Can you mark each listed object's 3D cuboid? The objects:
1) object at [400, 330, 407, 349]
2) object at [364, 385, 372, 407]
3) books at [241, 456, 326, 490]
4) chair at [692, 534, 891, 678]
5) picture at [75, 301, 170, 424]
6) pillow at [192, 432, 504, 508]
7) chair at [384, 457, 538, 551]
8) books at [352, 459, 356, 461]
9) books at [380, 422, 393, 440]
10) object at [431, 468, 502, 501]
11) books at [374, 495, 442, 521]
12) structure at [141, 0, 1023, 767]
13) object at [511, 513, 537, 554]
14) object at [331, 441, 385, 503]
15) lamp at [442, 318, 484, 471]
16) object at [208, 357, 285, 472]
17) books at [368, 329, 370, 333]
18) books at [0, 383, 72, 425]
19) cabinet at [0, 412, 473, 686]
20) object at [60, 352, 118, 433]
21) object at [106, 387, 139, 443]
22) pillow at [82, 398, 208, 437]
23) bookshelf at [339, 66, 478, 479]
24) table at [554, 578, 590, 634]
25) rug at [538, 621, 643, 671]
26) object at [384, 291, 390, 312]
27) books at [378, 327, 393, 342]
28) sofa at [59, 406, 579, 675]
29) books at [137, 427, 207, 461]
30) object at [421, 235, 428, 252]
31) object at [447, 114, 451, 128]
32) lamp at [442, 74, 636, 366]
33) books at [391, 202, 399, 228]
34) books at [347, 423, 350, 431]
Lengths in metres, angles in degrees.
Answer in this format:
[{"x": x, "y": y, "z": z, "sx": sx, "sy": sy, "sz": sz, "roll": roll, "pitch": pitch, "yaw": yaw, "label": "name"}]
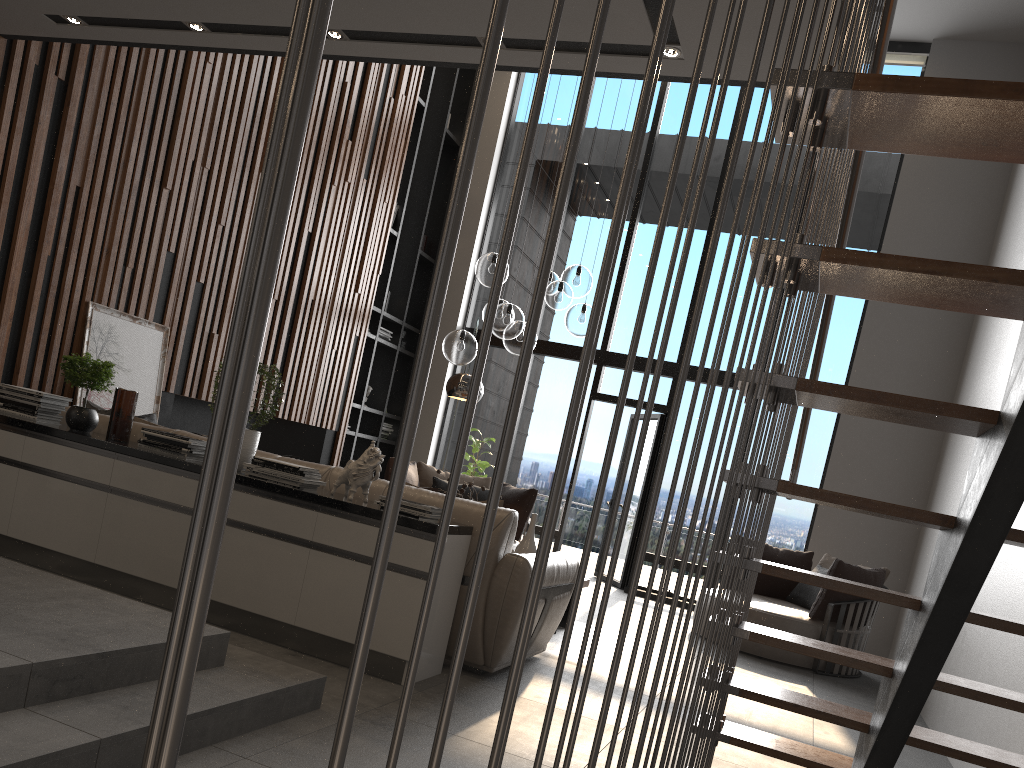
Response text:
[{"x": -1.264, "y": -0.508, "z": 10.003, "sx": 0.058, "sy": 0.234, "sz": 0.190, "roll": 14, "pitch": 0, "yaw": 23, "label": "object"}, {"x": -1.628, "y": 0.127, "z": 9.590, "sx": 0.140, "sy": 0.246, "sz": 0.134, "roll": 12, "pitch": 1, "yaw": -30, "label": "object"}, {"x": -1.066, "y": 0.419, "z": 4.102, "sx": 0.344, "sy": 0.100, "sz": 0.196, "roll": 11, "pitch": -4, "yaw": 19, "label": "books"}, {"x": 2.331, "y": 1.817, "z": 7.352, "sx": 1.420, "sy": 0.903, "sz": 1.508, "roll": 10, "pitch": -4, "yaw": 36, "label": "chair"}, {"x": -2.623, "y": 0.033, "z": 5.881, "sx": 0.100, "sy": 1.003, "sz": 0.736, "roll": 14, "pitch": 1, "yaw": 21, "label": "picture"}, {"x": -0.918, "y": 0.676, "z": 4.759, "sx": 1.921, "sy": 0.502, "sz": 0.548, "roll": 11, "pitch": -2, "yaw": 18, "label": "pillow"}, {"x": -0.547, "y": 1.244, "z": 8.063, "sx": 1.470, "sy": 0.903, "sz": 1.456, "roll": 16, "pitch": -4, "yaw": -44, "label": "chair"}, {"x": -1.790, "y": 0.977, "z": 9.705, "sx": 0.172, "sy": 0.288, "sz": 0.336, "roll": 13, "pitch": -2, "yaw": 20, "label": "books"}, {"x": -1.548, "y": 0.517, "z": 10.056, "sx": 0.215, "sy": 0.191, "sz": 0.378, "roll": 12, "pitch": -4, "yaw": 20, "label": "books"}, {"x": -0.362, "y": 0.882, "z": 6.158, "sx": 0.545, "sy": 0.606, "sz": 0.314, "roll": 13, "pitch": 1, "yaw": -10, "label": "object"}, {"x": -0.442, "y": 0.556, "z": 3.903, "sx": 0.290, "sy": 0.054, "sz": 0.186, "roll": 10, "pitch": -6, "yaw": 24, "label": "books"}, {"x": 1.296, "y": -1.590, "z": 1.396, "sx": 1.165, "sy": 6.079, "sz": 3.626, "roll": 14, "pitch": 1, "yaw": 20, "label": "structure"}, {"x": 0.033, "y": 1.042, "z": 5.862, "sx": 0.310, "sy": 0.400, "sz": 0.325, "roll": 13, "pitch": 0, "yaw": 39, "label": "object"}, {"x": -0.701, "y": 0.392, "z": 4.002, "sx": 0.203, "sy": 0.291, "sz": 0.138, "roll": 13, "pitch": 2, "yaw": 39, "label": "object"}, {"x": -0.548, "y": 0.528, "z": 8.239, "sx": 0.321, "sy": 2.343, "sz": 2.025, "roll": 12, "pitch": -1, "yaw": -3, "label": "lamp"}, {"x": -1.297, "y": 0.132, "z": 4.204, "sx": 0.385, "sy": 0.579, "sz": 0.214, "roll": 13, "pitch": 2, "yaw": 0, "label": "object"}, {"x": -1.644, "y": -0.605, "z": 9.103, "sx": 0.323, "sy": 0.072, "sz": 0.177, "roll": 11, "pitch": -5, "yaw": 19, "label": "books"}, {"x": -2.559, "y": 0.111, "z": 4.678, "sx": 0.329, "sy": 0.151, "sz": 0.202, "roll": 11, "pitch": -3, "yaw": 20, "label": "books"}, {"x": -2.649, "y": -1.094, "z": 1.618, "sx": 3.580, "sy": 3.252, "sz": 6.279, "roll": 12, "pitch": -4, "yaw": 20, "label": "cabinet"}, {"x": -2.201, "y": 0.042, "z": 4.509, "sx": 0.275, "sy": 0.410, "sz": 0.305, "roll": 12, "pitch": 0, "yaw": -20, "label": "object"}, {"x": -1.974, "y": 0.158, "z": 4.435, "sx": 0.107, "sy": 0.269, "sz": 0.110, "roll": 14, "pitch": 2, "yaw": 25, "label": "object"}, {"x": -2.161, "y": 0.458, "z": 5.302, "sx": 0.774, "sy": 0.549, "sz": 1.361, "roll": 15, "pitch": -5, "yaw": -40, "label": "pillow"}, {"x": -1.275, "y": -1.502, "z": 9.486, "sx": 0.334, "sy": 5.343, "sz": 1.466, "roll": 14, "pitch": 3, "yaw": 21, "label": "bookshelf"}, {"x": -0.289, "y": 1.382, "z": 6.129, "sx": 1.437, "sy": 0.356, "sz": 0.908, "roll": 11, "pitch": -5, "yaw": 19, "label": "table"}, {"x": -0.339, "y": 1.535, "z": 6.008, "sx": 2.273, "sy": 0.020, "sz": 1.628, "roll": 11, "pitch": -6, "yaw": 19, "label": "rug"}, {"x": -1.403, "y": -0.887, "z": 9.534, "sx": 0.104, "sy": 0.261, "sz": 0.103, "roll": 13, "pitch": 2, "yaw": 0, "label": "object"}, {"x": -1.471, "y": -0.548, "z": 9.559, "sx": 0.216, "sy": 0.129, "sz": 0.326, "roll": 11, "pitch": -5, "yaw": 20, "label": "books"}, {"x": -1.148, "y": 0.870, "z": 5.346, "sx": 3.209, "sy": 0.822, "sz": 1.899, "roll": 11, "pitch": -5, "yaw": 19, "label": "sofa"}, {"x": -1.665, "y": 0.300, "z": 4.315, "sx": 0.322, "sy": 0.099, "sz": 0.207, "roll": 11, "pitch": -4, "yaw": 19, "label": "books"}, {"x": -1.041, "y": -1.584, "z": 10.013, "sx": 0.102, "sy": 0.231, "sz": 0.101, "roll": 13, "pitch": 2, "yaw": 4, "label": "object"}, {"x": -0.782, "y": -2.941, "z": 9.873, "sx": 0.082, "sy": 0.262, "sz": 0.136, "roll": 14, "pitch": 2, "yaw": 30, "label": "object"}, {"x": 0.538, "y": -2.473, "z": 5.909, "sx": 1.219, "sy": 5.023, "sz": 1.234, "roll": 13, "pitch": 3, "yaw": 17, "label": "lamp"}, {"x": -1.354, "y": -1.784, "z": 9.044, "sx": 0.183, "sy": 0.300, "sz": 0.371, "roll": 13, "pitch": -2, "yaw": 20, "label": "books"}, {"x": -1.853, "y": 0.412, "z": 9.142, "sx": 0.216, "sy": 0.078, "sz": 0.326, "roll": 11, "pitch": -5, "yaw": 20, "label": "books"}]
